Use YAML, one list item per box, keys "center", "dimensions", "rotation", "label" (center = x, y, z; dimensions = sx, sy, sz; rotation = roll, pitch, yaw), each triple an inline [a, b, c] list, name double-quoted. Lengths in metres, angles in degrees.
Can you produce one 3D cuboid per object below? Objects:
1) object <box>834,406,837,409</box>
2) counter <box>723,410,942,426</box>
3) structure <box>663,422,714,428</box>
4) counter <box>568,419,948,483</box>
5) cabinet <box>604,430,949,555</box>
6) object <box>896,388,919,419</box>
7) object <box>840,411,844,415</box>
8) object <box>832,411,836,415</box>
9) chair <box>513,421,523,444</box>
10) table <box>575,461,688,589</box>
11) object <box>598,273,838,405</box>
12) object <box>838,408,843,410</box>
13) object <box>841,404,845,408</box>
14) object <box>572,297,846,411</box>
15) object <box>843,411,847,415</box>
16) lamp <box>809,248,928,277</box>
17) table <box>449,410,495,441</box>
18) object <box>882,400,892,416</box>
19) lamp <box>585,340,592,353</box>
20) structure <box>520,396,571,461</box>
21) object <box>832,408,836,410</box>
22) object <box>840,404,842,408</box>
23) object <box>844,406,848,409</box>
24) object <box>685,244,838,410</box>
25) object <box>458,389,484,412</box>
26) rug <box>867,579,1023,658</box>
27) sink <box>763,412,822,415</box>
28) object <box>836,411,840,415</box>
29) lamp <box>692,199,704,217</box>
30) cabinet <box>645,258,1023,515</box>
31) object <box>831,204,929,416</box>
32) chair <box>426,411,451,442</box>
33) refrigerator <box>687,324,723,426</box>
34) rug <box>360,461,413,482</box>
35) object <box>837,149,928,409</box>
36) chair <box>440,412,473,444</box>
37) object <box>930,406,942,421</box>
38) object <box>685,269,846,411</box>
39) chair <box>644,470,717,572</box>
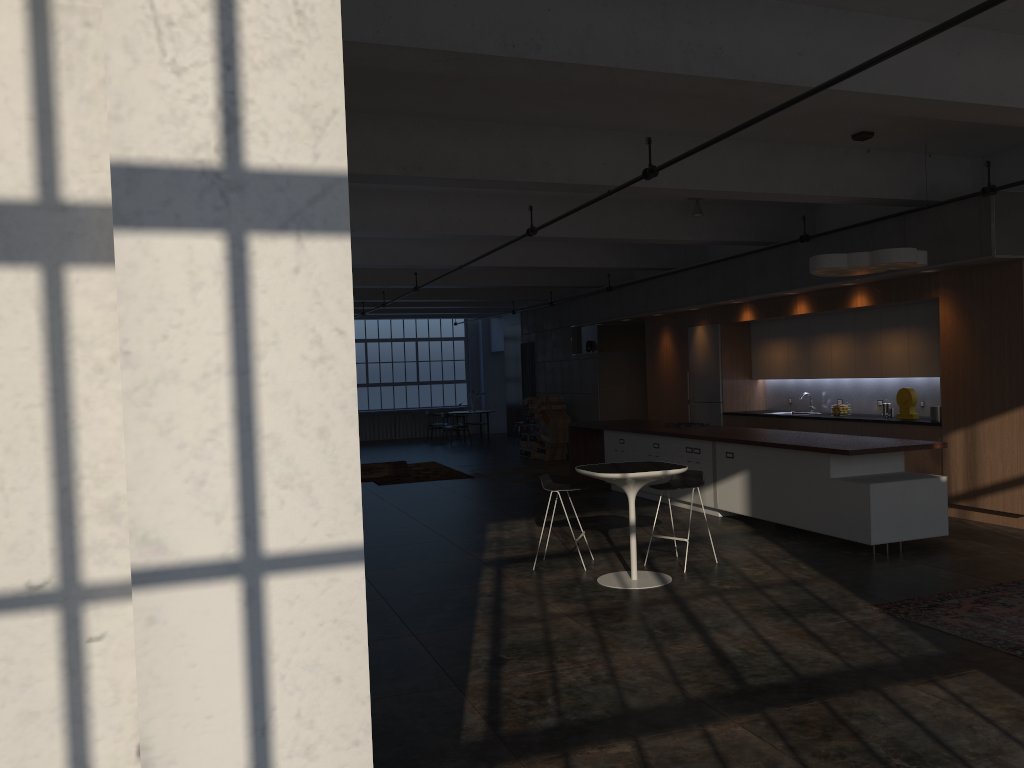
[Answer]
- center: [2.821, -0.710, 14.966]
  dimensions: [0.054, 2.170, 6.748]
  rotation: [-3, 1, -27]
  label: "object"
- center: [4.808, 0.429, 12.181]
  dimensions: [1.629, 0.039, 4.398]
  rotation: [-2, 1, -19]
  label: "counter"
- center: [2.400, 0.576, 12.199]
  dimensions: [0.519, 0.072, 0.631]
  rotation: [-2, 1, -20]
  label: "structure"
- center: [2.518, 1.070, 11.268]
  dimensions: [1.157, 0.972, 6.562]
  rotation: [-2, 1, -19]
  label: "counter"
- center: [2.706, 1.098, 10.695]
  dimensions: [0.934, 0.930, 5.569]
  rotation: [-3, 1, -19]
  label: "cabinet"
- center: [4.809, 0.236, 10.783]
  dimensions: [0.101, 0.381, 0.270]
  rotation: [-3, 2, -19]
  label: "object"
- center: [4.455, 0.390, 11.970]
  dimensions: [0.051, 0.057, 0.060]
  rotation: [-2, 1, 17]
  label: "object"
- center: [4.350, -0.718, 10.604]
  dimensions: [0.057, 2.311, 2.913]
  rotation: [-2, 1, 0]
  label: "object"
- center: [0.381, 1.049, 22.748]
  dimensions: [0.665, 0.988, 0.421]
  rotation: [-3, 2, -20]
  label: "chair"
- center: [1.005, 1.166, 7.380]
  dimensions: [0.839, 0.952, 0.817]
  rotation: [-3, 1, -20]
  label: "table"
- center: [4.473, 0.296, 12.111]
  dimensions: [0.058, 0.060, 0.051]
  rotation: [-2, 1, 15]
  label: "object"
- center: [3.890, -0.767, 17.754]
  dimensions: [0.062, 2.211, 11.755]
  rotation: [-2, 1, -5]
  label: "object"
- center: [4.472, 0.299, 11.975]
  dimensions: [0.064, 0.051, 0.052]
  rotation: [-3, 1, -28]
  label: "object"
- center: [4.511, 0.356, 12.058]
  dimensions: [0.062, 0.053, 0.052]
  rotation: [-2, 1, 23]
  label: "object"
- center: [4.508, 0.394, 12.002]
  dimensions: [0.072, 0.063, 0.065]
  rotation: [-1, 1, 35]
  label: "object"
- center: [3.503, -1.189, 8.718]
  dimensions: [1.062, 0.130, 1.024]
  rotation: [-2, 1, 26]
  label: "lamp"
- center: [-1.108, 1.200, 24.883]
  dimensions: [1.290, 0.852, 1.329]
  rotation: [-2, 1, 24]
  label: "table"
- center: [4.859, 0.308, 11.469]
  dimensions: [0.061, 0.210, 0.142]
  rotation: [-3, 2, -19]
  label: "object"
- center: [1.552, -0.743, 17.708]
  dimensions: [0.216, 0.259, 0.168]
  rotation: [-3, 2, -38]
  label: "lamp"
- center: [0.643, 0.900, 18.661]
  dimensions: [0.646, 1.316, 1.886]
  rotation: [-3, 1, -19]
  label: "structure"
- center: [3.549, -0.717, 12.866]
  dimensions: [0.054, 2.230, 2.362]
  rotation: [-4, 2, -44]
  label: "object"
- center: [2.366, -0.722, 16.378]
  dimensions: [0.059, 2.166, 9.738]
  rotation: [-3, 1, -25]
  label: "object"
- center: [4.536, 0.320, 12.019]
  dimensions: [0.052, 0.052, 0.062]
  rotation: [-2, 1, 28]
  label: "object"
- center: [4.442, 0.342, 12.018]
  dimensions: [0.050, 0.053, 0.064]
  rotation: [-2, 1, 18]
  label: "object"
- center: [-1.128, 0.458, 24.848]
  dimensions: [0.784, 0.625, 0.236]
  rotation: [-2, 2, -18]
  label: "object"
- center: [4.174, 1.519, 6.028]
  dimensions: [2.924, 0.029, 1.828]
  rotation: [-2, 1, -20]
  label: "rug"
- center: [4.073, 0.521, 12.863]
  dimensions: [0.530, 0.192, 0.719]
  rotation: [-2, 1, -20]
  label: "sink"
- center: [4.419, 0.398, 12.014]
  dimensions: [0.062, 0.053, 0.052]
  rotation: [-3, 1, -32]
  label: "object"
- center: [2.413, -2.302, 11.526]
  dimensions: [0.154, 0.216, 0.157]
  rotation: [-2, 1, 18]
  label: "lamp"
- center: [4.913, 0.000, 12.999]
  dimensions: [2.411, 2.564, 7.992]
  rotation: [-3, 1, -19]
  label: "cabinet"
- center: [3.949, 0.822, 18.500]
  dimensions: [0.955, 1.215, 13.091]
  rotation: [-2, 1, -8]
  label: "object"
- center: [-2.066, 1.183, 24.992]
  dimensions: [0.670, 0.865, 0.731]
  rotation: [-2, 1, 7]
  label: "chair"
- center: [3.201, 0.149, 14.439]
  dimensions: [0.223, 2.192, 0.941]
  rotation: [-3, 2, -22]
  label: "refrigerator"
- center: [-2.836, 1.671, 17.066]
  dimensions: [1.890, 0.048, 3.494]
  rotation: [-2, 1, -10]
  label: "rug"
- center: [4.421, 0.305, 11.985]
  dimensions: [0.057, 0.060, 0.053]
  rotation: [-2, 1, 3]
  label: "object"
- center: [-1.512, 1.174, 23.720]
  dimensions: [0.686, 0.865, 0.713]
  rotation: [-3, 2, -33]
  label: "chair"
- center: [4.891, 0.339, 10.147]
  dimensions: [0.187, 0.170, 0.194]
  rotation: [-2, 1, 29]
  label: "object"
- center: [4.490, 0.343, 11.990]
  dimensions: [0.052, 0.053, 0.061]
  rotation: [-2, 1, -13]
  label: "object"
- center: [1.495, 1.233, 7.909]
  dimensions: [0.515, 0.896, 0.454]
  rotation: [-4, 2, -43]
  label: "chair"
